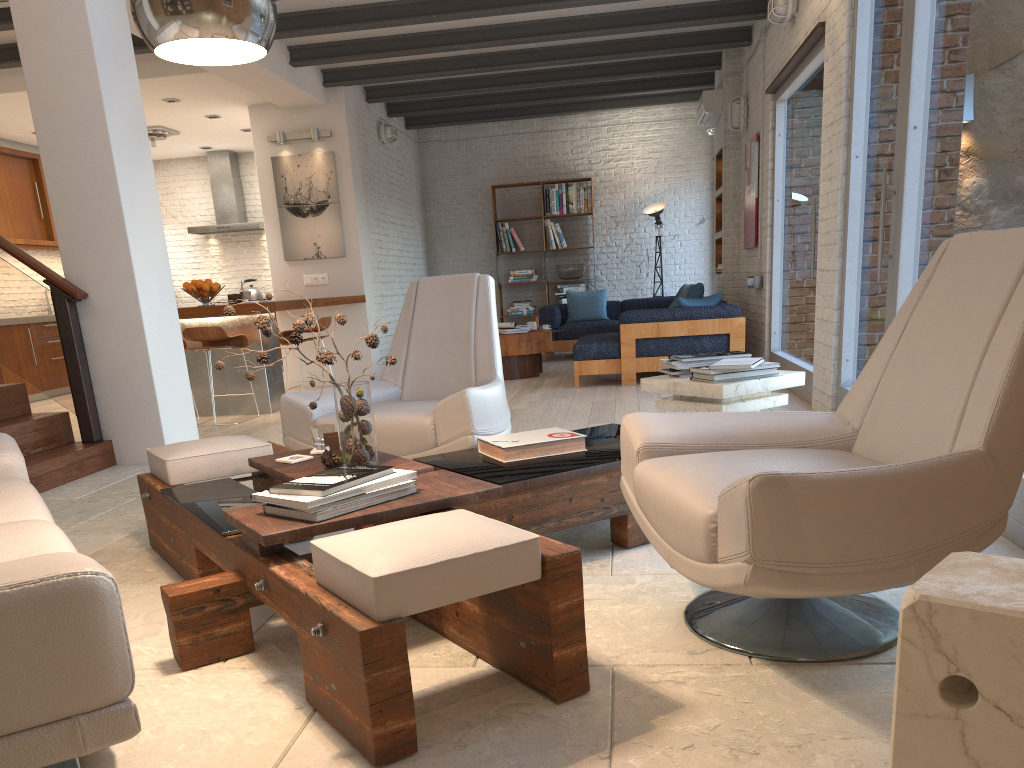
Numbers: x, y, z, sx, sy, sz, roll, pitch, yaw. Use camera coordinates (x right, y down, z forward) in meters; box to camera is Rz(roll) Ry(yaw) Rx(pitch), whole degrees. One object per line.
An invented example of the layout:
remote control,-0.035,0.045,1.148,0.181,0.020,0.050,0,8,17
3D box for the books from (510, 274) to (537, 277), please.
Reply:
books,0.157,-1.483,11.901,0.356,0.021,0.262,-3,7,6

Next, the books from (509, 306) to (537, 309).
books,0.145,-1.056,12.016,0.380,0.019,0.235,-4,7,0

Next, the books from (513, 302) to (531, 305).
books,0.138,-1.112,12.031,0.236,0.019,0.164,-4,7,1

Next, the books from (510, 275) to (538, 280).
books,0.159,-1.452,11.890,0.380,0.038,0.235,-4,7,1

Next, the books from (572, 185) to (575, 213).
books,0.822,-2.435,11.541,0.021,0.373,0.260,-1,13,7

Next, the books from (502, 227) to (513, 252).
books,-0.063,-1.952,11.815,0.102,0.347,0.244,-2,13,7

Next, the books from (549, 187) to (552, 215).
books,0.524,-2.421,11.590,0.021,0.373,0.260,-1,13,7

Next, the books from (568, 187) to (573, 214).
books,0.783,-2.417,11.536,0.055,0.343,0.244,-2,13,7

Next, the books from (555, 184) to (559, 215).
books,0.607,-2.437,11.562,0.036,0.399,0.233,-2,14,7

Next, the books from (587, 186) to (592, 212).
books,1.033,-2.433,11.533,0.055,0.343,0.244,-2,13,7

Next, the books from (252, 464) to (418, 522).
books,-0.473,0.292,2.410,0.248,0.077,0.390,2,9,40

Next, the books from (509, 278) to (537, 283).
books,0.151,-1.416,11.908,0.380,0.038,0.235,-3,7,3

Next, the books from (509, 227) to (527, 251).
books,0.083,-1.951,11.790,0.195,0.331,0.244,-2,13,7

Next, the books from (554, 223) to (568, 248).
books,0.660,-1.982,11.688,0.158,0.342,0.244,-2,13,7

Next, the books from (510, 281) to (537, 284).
books,0.163,-1.388,11.921,0.356,0.021,0.262,-3,7,8

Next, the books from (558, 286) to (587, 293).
books,0.827,-1.285,11.882,0.380,0.067,0.235,-4,7,2

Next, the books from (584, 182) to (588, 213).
books,0.980,-2.457,11.516,0.036,0.399,0.233,-2,14,7

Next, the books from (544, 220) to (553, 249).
books,0.501,-2.002,11.720,0.101,0.399,0.233,-2,14,7

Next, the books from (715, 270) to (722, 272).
books,2.338,-1.248,9.625,0.162,0.018,0.243,-2,7,18

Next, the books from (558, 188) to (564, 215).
books,0.657,-2.414,11.577,0.055,0.343,0.244,-2,13,7

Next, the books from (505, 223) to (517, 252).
books,-0.013,-1.974,11.771,0.121,0.396,0.233,-2,14,7

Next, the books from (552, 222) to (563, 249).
books,0.613,-1.990,11.706,0.125,0.362,0.260,-2,13,7

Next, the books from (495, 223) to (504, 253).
books,-0.156,-1.969,11.794,0.091,0.400,0.233,-2,14,7

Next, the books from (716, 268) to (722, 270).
books,2.342,-1.274,9.605,0.171,0.019,0.227,-3,7,10

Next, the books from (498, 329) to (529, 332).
books,-0.006,-0.558,9.011,0.250,0.011,0.310,-7,7,-23

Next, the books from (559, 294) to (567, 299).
books,0.804,-1.199,11.880,0.326,0.058,0.245,-3,7,2

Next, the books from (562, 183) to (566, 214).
books,0.699,-2.441,11.544,0.036,0.399,0.233,-2,14,7

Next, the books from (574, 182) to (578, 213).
books,0.852,-2.451,11.546,0.036,0.399,0.233,-2,14,7

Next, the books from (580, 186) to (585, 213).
books,0.934,-2.426,11.525,0.055,0.343,0.244,-2,13,7

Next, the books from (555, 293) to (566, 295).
books,0.819,-1.239,11.878,0.445,0.021,0.262,-3,7,8

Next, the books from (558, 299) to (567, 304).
books,0.836,-1.141,11.904,0.379,0.067,0.236,-4,7,-5

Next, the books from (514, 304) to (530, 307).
books,0.144,-1.085,12.031,0.206,0.035,0.127,-3,7,8

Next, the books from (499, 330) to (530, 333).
books,0.003,-0.550,9.031,0.250,0.011,0.310,-7,7,-23

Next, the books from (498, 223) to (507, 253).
books,-0.118,-1.972,11.797,0.091,0.400,0.233,-2,14,7

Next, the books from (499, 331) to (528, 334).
books,0.004,-0.538,9.019,0.251,0.011,0.308,-5,7,-13

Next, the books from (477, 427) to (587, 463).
books,0.071,0.220,3.187,0.323,0.058,0.248,-7,8,-22

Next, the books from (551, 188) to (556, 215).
books,0.562,-2.407,11.572,0.055,0.343,0.244,-2,13,7

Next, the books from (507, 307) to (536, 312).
books,0.132,-1.029,12.036,0.380,0.038,0.235,-3,7,8

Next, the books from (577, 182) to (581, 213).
books,0.887,-2.452,11.529,0.036,0.399,0.233,-2,14,7

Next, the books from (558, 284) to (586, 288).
books,0.819,-1.335,11.864,0.380,0.038,0.235,-3,7,8

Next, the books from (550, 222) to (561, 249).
books,0.591,-1.988,11.700,0.125,0.362,0.260,-2,13,7

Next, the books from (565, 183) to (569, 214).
books,0.737,-2.444,11.549,0.036,0.399,0.233,-2,14,7

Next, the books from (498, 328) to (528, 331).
books,-0.008,-0.568,9.000,0.251,0.011,0.309,-6,7,-18

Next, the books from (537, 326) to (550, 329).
books,0.302,-0.652,10.132,0.227,0.024,0.159,-8,8,-34

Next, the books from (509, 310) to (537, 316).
books,0.154,-0.983,12.038,0.326,0.058,0.245,-2,7,17

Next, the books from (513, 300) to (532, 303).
books,0.142,-1.136,12.003,0.252,0.018,0.156,-3,7,8

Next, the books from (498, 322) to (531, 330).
books,-0.012,-0.590,9.073,0.319,0.113,0.265,3,10,40

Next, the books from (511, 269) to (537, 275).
books,0.163,-1.522,11.887,0.327,0.058,0.245,-3,7,10

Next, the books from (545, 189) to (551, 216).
books,0.487,-2.405,11.600,0.055,0.343,0.244,-2,13,7

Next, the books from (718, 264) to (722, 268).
books,2.343,-1.301,9.604,0.132,0.035,0.198,-1,7,18

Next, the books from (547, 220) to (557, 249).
books,0.536,-2.000,11.693,0.103,0.399,0.233,-2,14,7
